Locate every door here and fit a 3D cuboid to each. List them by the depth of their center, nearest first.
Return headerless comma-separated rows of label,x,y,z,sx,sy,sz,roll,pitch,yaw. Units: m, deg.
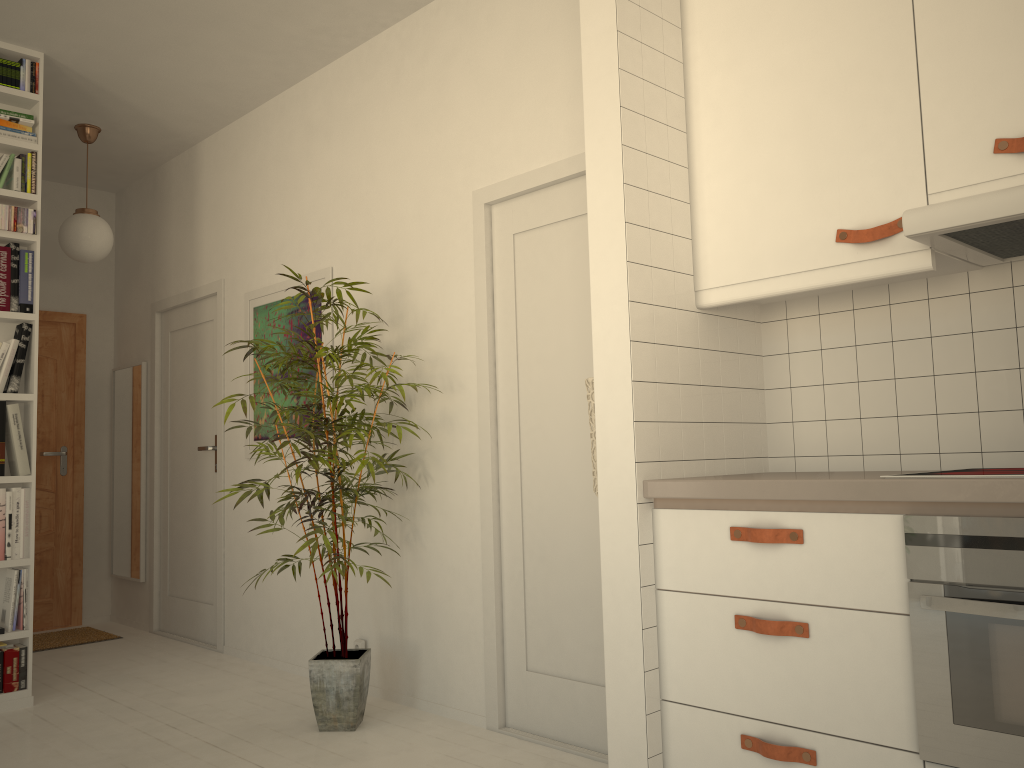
door,0.255,0.225,3.070,0.166,2.034,0.955,3,-7,-44
door,-1.866,0.468,5.212,0.166,2.034,0.955,3,-7,-44
door,-3.174,0.534,5.534,0.930,2.034,0.159,3,-7,-44

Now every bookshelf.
bookshelf,-2.436,-0.072,3.759,0.710,2.902,0.249,3,-7,-44

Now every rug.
rug,-2.834,1.510,5.121,0.941,0.002,0.552,3,-7,-44

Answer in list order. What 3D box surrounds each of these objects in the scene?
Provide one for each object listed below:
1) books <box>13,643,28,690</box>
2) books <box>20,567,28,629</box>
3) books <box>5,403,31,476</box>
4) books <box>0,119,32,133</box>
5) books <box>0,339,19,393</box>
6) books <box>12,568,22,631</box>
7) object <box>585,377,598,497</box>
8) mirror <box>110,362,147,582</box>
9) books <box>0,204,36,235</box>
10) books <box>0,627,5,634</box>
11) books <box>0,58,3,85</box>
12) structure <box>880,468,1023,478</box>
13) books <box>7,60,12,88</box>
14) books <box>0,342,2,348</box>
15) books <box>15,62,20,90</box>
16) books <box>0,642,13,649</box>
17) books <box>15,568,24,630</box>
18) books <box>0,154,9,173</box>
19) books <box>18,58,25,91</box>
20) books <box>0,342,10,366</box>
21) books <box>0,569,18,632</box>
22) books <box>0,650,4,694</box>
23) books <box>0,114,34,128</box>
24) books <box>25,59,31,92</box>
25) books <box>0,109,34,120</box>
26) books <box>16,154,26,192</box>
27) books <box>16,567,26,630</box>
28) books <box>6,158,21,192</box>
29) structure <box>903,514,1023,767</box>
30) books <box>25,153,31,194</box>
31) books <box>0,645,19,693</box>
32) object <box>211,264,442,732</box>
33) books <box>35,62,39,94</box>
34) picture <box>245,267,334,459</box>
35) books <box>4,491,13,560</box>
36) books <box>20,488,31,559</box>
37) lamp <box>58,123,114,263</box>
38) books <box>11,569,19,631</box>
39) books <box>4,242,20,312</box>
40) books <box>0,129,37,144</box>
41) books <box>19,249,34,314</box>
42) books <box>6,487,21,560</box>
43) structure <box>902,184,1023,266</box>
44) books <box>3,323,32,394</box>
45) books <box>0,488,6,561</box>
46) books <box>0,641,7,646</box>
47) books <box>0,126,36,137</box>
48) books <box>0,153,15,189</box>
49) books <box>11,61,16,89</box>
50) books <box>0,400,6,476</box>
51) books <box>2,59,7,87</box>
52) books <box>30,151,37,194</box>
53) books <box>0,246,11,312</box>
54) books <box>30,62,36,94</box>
books,-2.169,1.225,3.872,0.032,0.176,0.230,3,-7,-44
books,-2.148,0.936,3.883,0.011,0.256,0.139,3,-7,-44
books,-2.220,0.251,3.931,0.099,0.316,0.228,3,-7,-44
books,-2.307,-1.146,4.008,0.199,0.030,0.173,-5,-6,35
books,-2.261,-0.070,3.926,0.092,0.244,0.196,3,-7,-44
books,-2.168,0.935,3.854,0.033,0.258,0.130,3,-7,-44
object,0.363,0.003,2.394,0.093,0.613,0.439,-7,-7,44
mirror,-2.477,0.562,5.721,0.029,1.371,0.500,3,-7,-44
books,-2.453,-0.723,3.815,0.664,0.110,0.278,3,-7,-44
books,-2.259,1.042,3.707,0.214,0.023,0.130,3,-7,-44
books,-2.317,-1.376,3.981,0.017,0.130,0.150,3,-7,-44
structure,1.167,0.171,1.641,0.504,0.057,0.763,3,-7,-44
books,-2.292,-1.375,4.006,0.017,0.130,0.150,3,-7,-44
books,-2.297,-0.072,3.849,0.115,0.232,0.133,3,-7,-44
books,-2.267,-1.374,4.030,0.017,0.130,0.150,3,-7,-44
books,-2.250,1.123,3.778,0.193,0.012,0.130,3,-7,-44
books,-2.174,0.936,3.887,0.008,0.257,0.184,3,-7,-44
books,-2.335,-0.927,3.971,0.092,0.165,0.222,3,-7,-44
books,-2.253,-1.383,4.045,0.019,0.157,0.150,3,-7,-44
books,-2.276,-0.067,3.879,0.105,0.225,0.138,3,-7,-44
books,-2.205,0.936,3.864,0.034,0.257,0.209,3,-7,-44
books,-2.240,1.225,3.805,0.050,0.170,0.221,3,-7,-44
books,-2.281,-1.171,4.006,0.179,0.016,0.208,2,-6,-40
books,-2.265,-1.381,4.087,0.020,0.156,0.229,3,-7,-44
books,-2.287,-1.194,4.026,0.169,0.032,0.188,2,-6,-40
books,-2.260,-0.934,4.046,0.022,0.187,0.186,3,-7,-44
books,-2.161,0.935,3.883,0.007,0.258,0.180,3,-7,-44
books,-2.268,-0.919,4.013,0.030,0.154,0.199,3,-7,-44
structure,1.217,0.456,1.645,0.704,0.447,0.682,3,-7,-44
books,-2.237,-0.935,4.050,0.014,0.188,0.218,3,-7,-44
books,-2.188,1.221,3.828,0.056,0.180,0.201,3,-7,-44
object,-1.213,0.478,3.641,2.088,1.712,0.778,-4,-6,26
books,-2.251,-1.378,4.126,0.014,0.154,0.259,3,-7,-44
picture,-1.120,-0.079,4.394,0.012,0.877,0.822,3,-7,-44
books,-2.222,0.615,3.864,0.022,0.291,0.208,3,-7,-44
books,-2.189,0.613,3.925,0.039,0.303,0.229,3,-7,-44
lamp,-2.356,-1.049,4.914,0.275,0.768,0.275,-6,-7,39
books,-2.200,0.937,3.872,0.030,0.256,0.198,3,-7,-44
books,-2.252,-0.462,3.973,0.039,0.317,0.161,3,-7,-44
books,-2.300,-1.093,4.012,0.214,0.038,0.222,3,-7,-44
books,-2.217,-0.446,4.004,0.054,0.289,0.179,3,-7,-44
books,-2.193,0.608,3.879,0.037,0.308,0.161,3,-7,-44
structure,1.192,-0.351,1.712,0.482,0.073,0.680,3,-7,-44
books,-2.220,-0.107,3.961,0.092,0.319,0.179,3,-7,-44
books,-2.249,0.608,3.858,0.025,0.306,0.213,3,-7,-44
books,-2.247,1.112,3.756,0.165,0.006,0.102,3,-7,-44
books,-2.299,-1.121,4.015,0.200,0.018,0.208,3,-7,-44
books,-2.302,-0.929,3.985,0.065,0.168,0.228,3,-7,-44
books,-2.280,-1.374,4.018,0.017,0.130,0.150,3,-7,-44
books,-2.271,0.242,3.872,0.056,0.328,0.202,3,-7,-44
books,-2.305,-1.376,3.993,0.017,0.130,0.150,3,-7,-44
books,-2.223,-0.940,4.062,0.022,0.199,0.212,3,-7,-44
books,-2.285,-0.450,3.940,0.059,0.292,0.182,3,-7,-44
books,-2.247,-1.378,4.099,0.021,0.151,0.228,3,-7,-44
